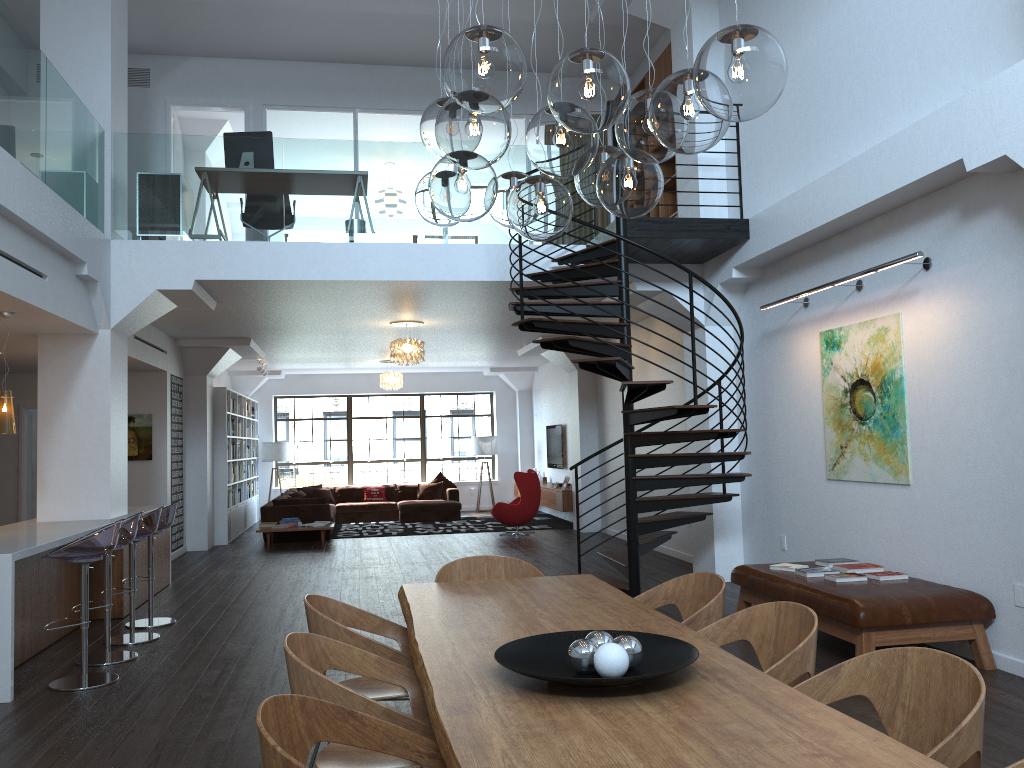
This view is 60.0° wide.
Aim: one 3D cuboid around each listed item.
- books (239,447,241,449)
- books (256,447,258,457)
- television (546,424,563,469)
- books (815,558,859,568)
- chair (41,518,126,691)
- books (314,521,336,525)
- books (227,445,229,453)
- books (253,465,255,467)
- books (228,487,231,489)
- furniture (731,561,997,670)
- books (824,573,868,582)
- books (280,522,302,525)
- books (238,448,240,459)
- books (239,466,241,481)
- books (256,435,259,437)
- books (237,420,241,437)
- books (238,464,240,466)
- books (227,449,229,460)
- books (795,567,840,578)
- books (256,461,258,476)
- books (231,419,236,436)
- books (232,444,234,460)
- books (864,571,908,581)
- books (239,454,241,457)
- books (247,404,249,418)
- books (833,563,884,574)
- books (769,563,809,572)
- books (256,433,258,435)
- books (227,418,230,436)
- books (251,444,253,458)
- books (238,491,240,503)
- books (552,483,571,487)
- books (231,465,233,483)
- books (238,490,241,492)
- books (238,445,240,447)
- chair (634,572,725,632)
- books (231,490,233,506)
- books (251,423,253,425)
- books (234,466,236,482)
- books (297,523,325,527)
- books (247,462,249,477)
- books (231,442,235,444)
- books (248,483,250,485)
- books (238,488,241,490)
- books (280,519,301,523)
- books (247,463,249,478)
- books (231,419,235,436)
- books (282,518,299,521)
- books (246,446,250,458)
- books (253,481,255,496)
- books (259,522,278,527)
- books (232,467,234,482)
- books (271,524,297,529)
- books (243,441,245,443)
[{"bbox_3d":[-4.829,1.120,15.448,0.183,0.042,0.253,-1,-4,-10],"label":"books"},{"bbox_3d":[-5.239,1.373,17.897,0.182,0.215,0.188,-1,-4,-10],"label":"books"},{"bbox_3d":[0.800,1.185,16.740,0.013,0.816,1.324,-1,-4,-10],"label":"television"},{"bbox_3d":[2.416,1.330,6.593,0.254,0.044,0.183,-1,-4,-15],"label":"books"},{"bbox_3d":[-2.705,1.371,5.608,0.481,1.014,0.530,-1,-4,-8],"label":"chair"},{"bbox_3d":[-2.903,2.127,13.610,0.256,0.035,0.350,-3,-4,15],"label":"books"},{"bbox_3d":[-4.545,1.086,14.001,0.140,0.231,0.042,-1,-4,-10],"label":"books"},{"bbox_3d":[-5.163,1.709,17.462,0.168,0.228,0.139,-1,-4,-10],"label":"books"},{"bbox_3d":[-4.505,1.628,13.798,0.223,0.027,0.161,-2,-4,-1],"label":"books"},{"bbox_3d":[2.298,1.543,6.094,0.907,0.453,1.819,-1,-4,-10],"label":"furniture"},{"bbox_3d":[2.230,1.292,5.927,0.224,0.032,0.161,-1,-4,-10],"label":"books"},{"bbox_3d":[-3.393,2.140,13.591,0.312,0.037,0.216,0,-4,-20],"label":"books"},{"bbox_3d":[-4.770,1.188,15.242,0.161,0.207,0.135,-1,-4,-11],"label":"books"},{"bbox_3d":[-4.763,1.538,15.249,0.183,0.253,0.034,-1,-4,-11],"label":"books"},{"bbox_3d":[-5.262,1.042,17.800,0.284,0.033,0.197,-2,-4,5],"label":"books"},{"bbox_3d":[-4.822,0.782,15.453,0.176,0.290,0.053,-1,-4,-10],"label":"books"},{"bbox_3d":[-4.778,1.522,15.283,0.176,0.290,0.036,-1,-4,-11],"label":"books"},{"bbox_3d":[-4.522,1.116,13.968,0.107,0.167,0.017,-1,-4,-10],"label":"books"},{"bbox_3d":[2.127,1.310,6.177,0.247,0.040,0.185,-1,-4,-7],"label":"books"},{"bbox_3d":[-5.241,1.712,17.940,0.176,0.290,0.053,-1,-4,-10],"label":"books"},{"bbox_3d":[-4.706,0.735,14.796,0.176,0.291,0.053,-1,-4,-10],"label":"books"},{"bbox_3d":[-4.642,1.112,14.514,0.182,0.253,0.034,-1,-4,-10],"label":"books"},{"bbox_3d":[2.513,1.287,5.951,0.224,0.036,0.161,-1,-4,-16],"label":"books"},{"bbox_3d":[-4.822,1.246,15.435,0.160,0.039,0.251,-1,-4,-5],"label":"books"},{"bbox_3d":[-5.040,0.513,16.648,0.183,0.253,0.034,-1,-4,-10],"label":"books"},{"bbox_3d":[2.452,1.306,6.276,0.283,0.043,0.197,-1,-4,-11],"label":"books"},{"bbox_3d":[2.023,1.339,6.482,0.161,0.031,0.223,1,-4,-32],"label":"books"},{"bbox_3d":[-5.260,1.009,17.798,0.254,0.032,0.174,-3,-4,25],"label":"books"},{"bbox_3d":[-4.552,0.680,14.023,0.176,0.290,0.053,-1,-4,-10],"label":"books"},{"bbox_3d":[-5.139,1.305,17.257,0.180,0.259,0.042,-1,-4,-10],"label":"books"},{"bbox_3d":[-4.764,1.950,15.280,0.139,0.191,0.036,-1,-4,-10],"label":"books"},{"bbox_3d":[0.882,1.812,15.922,0.250,0.053,0.400,-1,-4,-10],"label":"books"},{"bbox_3d":[-4.625,1.457,14.383,0.176,0.290,0.053,-1,-4,-10],"label":"books"},{"bbox_3d":[-4.790,1.954,15.419,0.146,0.202,0.027,-1,-4,-10],"label":"books"},{"bbox_3d":[-4.838,1.085,15.456,0.161,0.033,0.223,-1,-4,-10],"label":"books"},{"bbox_3d":[0.624,1.248,3.800,0.617,0.830,0.629,-1,-4,-10],"label":"chair"},{"bbox_3d":[-4.603,1.848,14.300,0.183,0.253,0.042,-1,-4,-10],"label":"books"},{"bbox_3d":[-5.150,0.915,17.317,0.176,0.290,0.036,-1,-4,-11],"label":"books"},{"bbox_3d":[-4.682,1.502,14.755,0.183,0.253,0.034,-1,-4,-10],"label":"books"},{"bbox_3d":[-2.996,2.105,13.245,0.342,0.040,0.231,-4,-4,30],"label":"books"},{"bbox_3d":[-4.988,1.606,16.465,0.176,0.293,0.125,-1,-4,-10],"label":"books"},{"bbox_3d":[-4.689,1.110,14.746,0.176,0.294,0.102,-1,-4,-10],"label":"books"},{"bbox_3d":[-5.006,1.995,16.606,0.176,0.290,0.036,-1,-4,-11],"label":"books"},{"bbox_3d":[-4.809,1.946,15.503,0.140,0.231,0.042,-1,-4,-10],"label":"books"},{"bbox_3d":[-3.399,2.104,13.596,0.279,0.035,0.191,-2,-4,0],"label":"books"},{"bbox_3d":[-4.981,1.603,16.403,0.197,0.290,0.136,-1,-4,-10],"label":"books"},{"bbox_3d":[-4.714,0.735,14.742,0.198,0.284,0.049,-1,-4,-10],"label":"books"},{"bbox_3d":[-3.395,2.073,13.597,0.224,0.027,0.157,-1,-4,-5],"label":"books"},{"bbox_3d":[-5.032,1.283,16.762,0.140,0.231,0.042,-1,-4,-10],"label":"books"},{"bbox_3d":[-5.165,2.057,17.482,0.176,0.290,0.053,-1,-4,-10],"label":"books"},{"bbox_3d":[-3.696,2.137,13.477,0.241,0.045,0.334,-1,-4,-9],"label":"books"},{"bbox_3d":[-4.640,1.488,14.506,0.171,0.246,0.057,-1,-4,-10],"label":"books"},{"bbox_3d":[-3.393,2.113,13.183,0.236,0.035,0.340,-3,-4,15],"label":"books"},{"bbox_3d":[-4.888,1.036,15.806,0.224,0.030,0.161,-2,-4,0],"label":"books"}]
